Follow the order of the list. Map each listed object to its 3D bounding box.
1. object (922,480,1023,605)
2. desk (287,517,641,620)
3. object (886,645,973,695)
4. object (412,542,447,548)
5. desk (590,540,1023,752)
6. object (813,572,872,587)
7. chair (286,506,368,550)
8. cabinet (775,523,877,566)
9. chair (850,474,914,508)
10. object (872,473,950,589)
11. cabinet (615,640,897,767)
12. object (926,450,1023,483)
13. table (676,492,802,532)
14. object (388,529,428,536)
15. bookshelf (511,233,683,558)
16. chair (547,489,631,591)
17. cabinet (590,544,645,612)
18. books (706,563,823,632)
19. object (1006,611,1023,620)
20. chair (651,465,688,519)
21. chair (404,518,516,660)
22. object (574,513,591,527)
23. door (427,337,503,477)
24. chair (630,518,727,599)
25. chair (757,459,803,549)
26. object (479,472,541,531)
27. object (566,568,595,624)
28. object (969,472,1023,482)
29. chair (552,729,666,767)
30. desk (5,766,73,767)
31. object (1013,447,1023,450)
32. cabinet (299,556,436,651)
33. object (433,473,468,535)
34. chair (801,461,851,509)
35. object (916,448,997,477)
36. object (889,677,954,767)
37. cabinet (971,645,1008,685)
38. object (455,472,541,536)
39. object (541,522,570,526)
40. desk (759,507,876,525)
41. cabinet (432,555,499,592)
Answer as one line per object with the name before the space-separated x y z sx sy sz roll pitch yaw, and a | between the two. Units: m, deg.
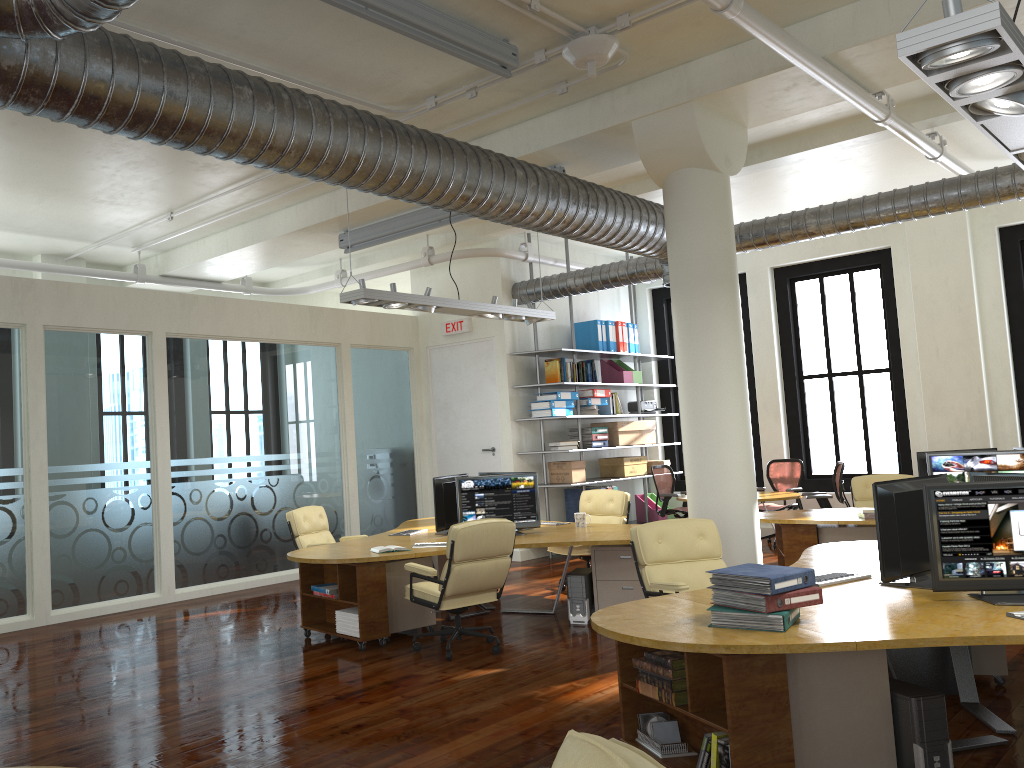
object | 2.386 0.725 4.123 0.837 0.553 0.280 -4 -4 10
desk | -0.310 1.808 8.799 3.795 0.735 3.594 -2 -4 -10
object | 2.427 1.610 5.277 0.504 0.411 0.171 -4 -4 15
object | -0.605 1.366 7.543 0.492 0.016 0.221 -4 -4 9
desk | 2.491 1.407 4.772 4.083 0.735 3.333 -4 -4 12
object | 1.739 1.078 4.914 0.435 0.016 0.249 -1 -4 -32
chair | -1.843 1.768 9.120 0.846 1.022 0.657 -5 -4 26
cabinet | 3.059 1.634 8.492 0.945 0.709 0.832 -4 -4 16
chair | 4.065 1.489 9.488 0.761 1.022 0.734 -5 -4 16
object | 2.150 0.775 4.727 0.733 0.553 0.319 0 -5 -38
cabinet | 1.114 1.453 4.095 0.843 0.709 0.933 -2 -4 -19
object | 4.181 0.873 7.884 0.887 0.553 0.263 -6 -5 37
table | 2.931 1.808 11.397 1.388 0.745 1.578 -1 -4 -23
object | -1.026 1.466 8.764 0.246 0.016 0.442 -4 -4 19
bookshelf | 1.359 0.217 12.937 0.724 4.606 3.253 -7 -6 41
chair | 0.815 1.653 9.455 0.707 1.022 0.785 0 -5 -39
cabinet | 1.215 1.684 7.799 0.951 0.709 0.826 -5 -4 19
books | 1.079 0.946 3.955 0.417 0.227 0.453 0 -5 -37
object | 2.382 0.968 3.707 0.468 0.016 0.233 -3 -4 -6
chair | 2.326 1.677 12.074 0.654 1.159 0.836 1 -6 -45
chair | -0.408 1.552 6.890 0.650 1.022 0.855 0 -5 -39
object | 0.677 1.309 8.543 0.140 0.131 0.110 -3 -4 -7
door | -0.640 0.912 12.456 1.363 3.032 0.087 -7 -5 41
chair | 1.235 1.386 5.606 0.679 1.022 0.823 -2 -4 -20
chair | 3.615 1.603 11.947 0.688 1.159 0.795 0 -5 -40
object | -0.028 1.140 8.680 0.264 0.553 0.885 0 -5 -40
object | 0.626 1.866 7.836 0.193 0.411 0.446 -5 -4 18
object | 2.719 0.734 4.541 0.278 0.553 0.842 -2 -4 -18
chair | -0.053 1.190 1.505 0.765 1.022 0.732 -3 -4 -9
desk | -0.414 1.266 0.228 3.736 0.735 3.637 -4 -4 18
object | 4.720 0.855 8.039 0.307 0.553 0.762 -4 -4 12
cabinet | -1.215 1.796 7.596 0.804 0.709 0.971 0 -5 -41
object | -0.579 1.164 8.623 0.315 0.553 0.742 -5 -4 24
chair | 0.028 1.762 11.565 8.287 1.159 0.900 -4 -4 14
object | 4.267 0.906 8.466 0.796 0.553 0.295 -3 -4 -5
object | 1.717 1.567 4.027 0.170 0.411 0.507 -2 -4 -23
cabinet | 2.621 1.482 5.761 0.928 0.709 0.848 -4 -4 11
object | -0.119 1.109 8.126 0.769 0.553 0.305 -2 -4 -15
object | 0.333 1.412 9.020 0.207 0.016 0.523 1 -5 -44
desk | 4.745 1.509 8.181 3.165 0.735 4.271 1 -5 -43
cabinet | -0.595 1.907 9.833 0.860 0.709 0.916 -2 -4 -12
